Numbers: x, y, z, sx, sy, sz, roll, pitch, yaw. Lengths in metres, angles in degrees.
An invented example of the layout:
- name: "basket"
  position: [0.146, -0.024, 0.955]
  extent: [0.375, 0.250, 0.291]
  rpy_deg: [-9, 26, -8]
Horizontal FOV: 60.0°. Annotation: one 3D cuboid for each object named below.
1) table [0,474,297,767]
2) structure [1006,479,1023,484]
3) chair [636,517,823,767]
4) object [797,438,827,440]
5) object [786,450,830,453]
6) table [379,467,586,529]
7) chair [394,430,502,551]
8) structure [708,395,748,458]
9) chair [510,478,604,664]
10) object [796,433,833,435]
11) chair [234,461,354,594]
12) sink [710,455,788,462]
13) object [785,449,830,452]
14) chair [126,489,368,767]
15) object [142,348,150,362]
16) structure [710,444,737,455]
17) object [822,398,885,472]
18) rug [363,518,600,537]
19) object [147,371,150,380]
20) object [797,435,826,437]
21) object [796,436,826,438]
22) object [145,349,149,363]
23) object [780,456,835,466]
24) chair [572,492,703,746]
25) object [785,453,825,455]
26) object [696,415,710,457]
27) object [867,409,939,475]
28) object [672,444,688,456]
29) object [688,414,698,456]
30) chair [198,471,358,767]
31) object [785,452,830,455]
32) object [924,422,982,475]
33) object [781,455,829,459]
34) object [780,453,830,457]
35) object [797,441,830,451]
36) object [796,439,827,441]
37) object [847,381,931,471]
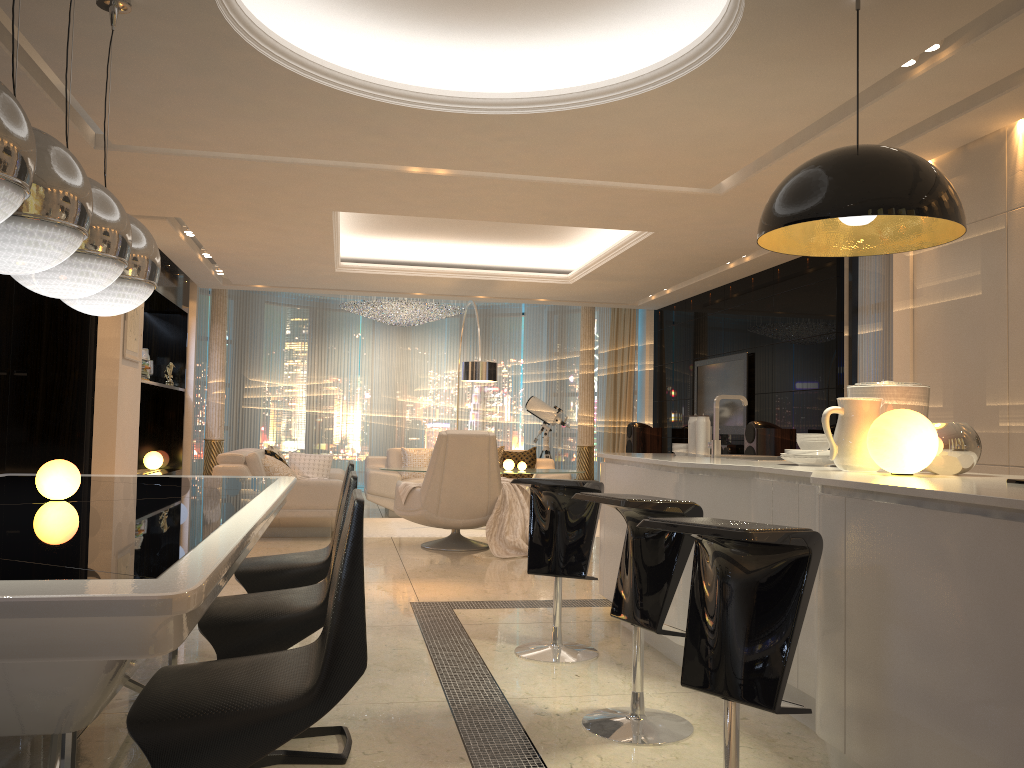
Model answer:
- name: "table"
  position: [-1.387, 0.733, 2.627]
  extent: [1.293, 0.759, 3.031]
  rpy_deg: [2, -3, -11]
- name: "structure"
  position: [1.706, 0.254, 2.142]
  extent: [0.502, 0.026, 0.811]
  rpy_deg: [2, -3, -11]
- name: "chair"
  position: [0.553, 0.739, 2.231]
  extent: [0.380, 0.789, 0.380]
  rpy_deg: [4, -4, -43]
- name: "object"
  position: [1.215, 0.243, 3.565]
  extent: [0.138, 0.051, 0.138]
  rpy_deg: [-1, -4, 37]
- name: "object"
  position: [1.215, 0.279, 3.563]
  extent: [0.229, 0.016, 0.229]
  rpy_deg: [0, -3, 19]
- name: "table"
  position: [-0.293, 1.163, 9.103]
  extent: [2.140, 0.565, 0.999]
  rpy_deg: [2, -3, -12]
- name: "chair"
  position: [-0.445, 0.879, 7.429]
  extent: [1.027, 0.991, 0.983]
  rpy_deg: [2, -3, -11]
- name: "structure"
  position: [1.067, 0.211, 4.390]
  extent: [0.177, 0.310, 0.089]
  rpy_deg: [2, -3, -11]
- name: "chair"
  position: [0.210, 0.823, 4.034]
  extent: [0.380, 0.789, 0.380]
  rpy_deg: [0, -3, 22]
- name: "object"
  position: [1.216, 0.226, 3.566]
  extent: [0.138, 0.051, 0.138]
  rpy_deg: [-1, -4, 37]
- name: "chair"
  position: [-0.895, 0.745, 3.610]
  extent: [0.496, 0.858, 0.523]
  rpy_deg: [2, -3, -11]
- name: "sink"
  position: [1.273, 0.443, 4.391]
  extent: [0.485, 0.152, 0.738]
  rpy_deg: [2, -3, -11]
- name: "object"
  position: [1.215, 0.274, 3.564]
  extent: [0.229, 0.016, 0.229]
  rpy_deg: [0, -3, 19]
- name: "chair"
  position: [-0.574, 0.666, 1.926]
  extent: [0.496, 0.858, 0.523]
  rpy_deg: [2, -3, -11]
- name: "object"
  position: [-3.980, -0.188, 9.506]
  extent: [0.181, 0.381, 0.181]
  rpy_deg: [2, -3, -16]
- name: "structure"
  position: [2.226, 0.734, 9.584]
  extent: [0.107, 0.179, 0.745]
  rpy_deg: [2, -3, -11]
- name: "object"
  position: [1.207, 0.177, 3.094]
  extent: [0.183, 0.254, 0.211]
  rpy_deg: [-1, -4, 41]
- name: "rug"
  position: [-0.273, 1.458, 9.084]
  extent: [2.900, 0.020, 1.661]
  rpy_deg: [2, -3, -11]
- name: "object"
  position: [-3.996, -0.069, 9.630]
  extent: [0.119, 0.154, 0.119]
  rpy_deg: [1, -3, -1]
- name: "object"
  position: [1.215, 0.231, 3.565]
  extent: [0.138, 0.051, 0.138]
  rpy_deg: [-1, -4, 37]
- name: "object"
  position: [1.215, 0.237, 3.565]
  extent: [0.138, 0.051, 0.138]
  rpy_deg: [-1, -4, 37]
- name: "object"
  position: [-4.171, -0.179, 9.968]
  extent: [0.156, 0.426, 0.156]
  rpy_deg: [1, -3, -6]
- name: "object"
  position: [1.214, 0.312, 3.561]
  extent: [0.264, 0.033, 0.264]
  rpy_deg: [4, -4, -42]
- name: "chair"
  position: [0.437, 0.778, 3.056]
  extent: [0.380, 0.789, 0.380]
  rpy_deg: [3, -3, -28]
- name: "object"
  position: [1.215, 0.288, 3.563]
  extent: [0.229, 0.016, 0.229]
  rpy_deg: [0, -3, 19]
- name: "object"
  position: [0.968, 0.260, 4.491]
  extent: [0.071, 0.219, 0.071]
  rpy_deg: [3, -3, -34]
- name: "object"
  position: [1.264, 0.187, 2.873]
  extent: [0.213, 0.214, 0.212]
  rpy_deg: [-1, -4, 40]
- name: "object"
  position: [0.900, 0.346, 4.669]
  extent: [0.111, 0.062, 0.111]
  rpy_deg: [1, -3, 10]
- name: "object"
  position: [0.948, 0.265, 4.595]
  extent: [0.071, 0.219, 0.071]
  rpy_deg: [2, -3, -20]
- name: "chair"
  position: [-0.733, 0.705, 2.759]
  extent: [0.496, 0.858, 0.523]
  rpy_deg: [2, -3, -11]
- name: "object"
  position: [1.215, 0.283, 3.563]
  extent: [0.229, 0.016, 0.229]
  rpy_deg: [0, -3, 19]
- name: "object"
  position: [1.460, 0.217, 2.981]
  extent: [0.211, 0.174, 0.211]
  rpy_deg: [-1, -4, 36]
- name: "object"
  position: [1.214, 0.305, 3.561]
  extent: [0.264, 0.033, 0.264]
  rpy_deg: [4, -4, -42]
- name: "object"
  position: [1.214, 0.299, 3.562]
  extent: [0.264, 0.033, 0.264]
  rpy_deg: [4, -4, -42]
- name: "object"
  position: [1.215, 0.254, 3.564]
  extent: [0.138, 0.051, 0.138]
  rpy_deg: [-1, -4, 37]
- name: "object"
  position: [1.215, 0.249, 3.564]
  extent: [0.138, 0.051, 0.138]
  rpy_deg: [-1, -4, 37]
- name: "object"
  position: [1.399, 0.154, 3.301]
  extent: [0.288, 0.330, 0.288]
  rpy_deg: [1, -3, 7]
